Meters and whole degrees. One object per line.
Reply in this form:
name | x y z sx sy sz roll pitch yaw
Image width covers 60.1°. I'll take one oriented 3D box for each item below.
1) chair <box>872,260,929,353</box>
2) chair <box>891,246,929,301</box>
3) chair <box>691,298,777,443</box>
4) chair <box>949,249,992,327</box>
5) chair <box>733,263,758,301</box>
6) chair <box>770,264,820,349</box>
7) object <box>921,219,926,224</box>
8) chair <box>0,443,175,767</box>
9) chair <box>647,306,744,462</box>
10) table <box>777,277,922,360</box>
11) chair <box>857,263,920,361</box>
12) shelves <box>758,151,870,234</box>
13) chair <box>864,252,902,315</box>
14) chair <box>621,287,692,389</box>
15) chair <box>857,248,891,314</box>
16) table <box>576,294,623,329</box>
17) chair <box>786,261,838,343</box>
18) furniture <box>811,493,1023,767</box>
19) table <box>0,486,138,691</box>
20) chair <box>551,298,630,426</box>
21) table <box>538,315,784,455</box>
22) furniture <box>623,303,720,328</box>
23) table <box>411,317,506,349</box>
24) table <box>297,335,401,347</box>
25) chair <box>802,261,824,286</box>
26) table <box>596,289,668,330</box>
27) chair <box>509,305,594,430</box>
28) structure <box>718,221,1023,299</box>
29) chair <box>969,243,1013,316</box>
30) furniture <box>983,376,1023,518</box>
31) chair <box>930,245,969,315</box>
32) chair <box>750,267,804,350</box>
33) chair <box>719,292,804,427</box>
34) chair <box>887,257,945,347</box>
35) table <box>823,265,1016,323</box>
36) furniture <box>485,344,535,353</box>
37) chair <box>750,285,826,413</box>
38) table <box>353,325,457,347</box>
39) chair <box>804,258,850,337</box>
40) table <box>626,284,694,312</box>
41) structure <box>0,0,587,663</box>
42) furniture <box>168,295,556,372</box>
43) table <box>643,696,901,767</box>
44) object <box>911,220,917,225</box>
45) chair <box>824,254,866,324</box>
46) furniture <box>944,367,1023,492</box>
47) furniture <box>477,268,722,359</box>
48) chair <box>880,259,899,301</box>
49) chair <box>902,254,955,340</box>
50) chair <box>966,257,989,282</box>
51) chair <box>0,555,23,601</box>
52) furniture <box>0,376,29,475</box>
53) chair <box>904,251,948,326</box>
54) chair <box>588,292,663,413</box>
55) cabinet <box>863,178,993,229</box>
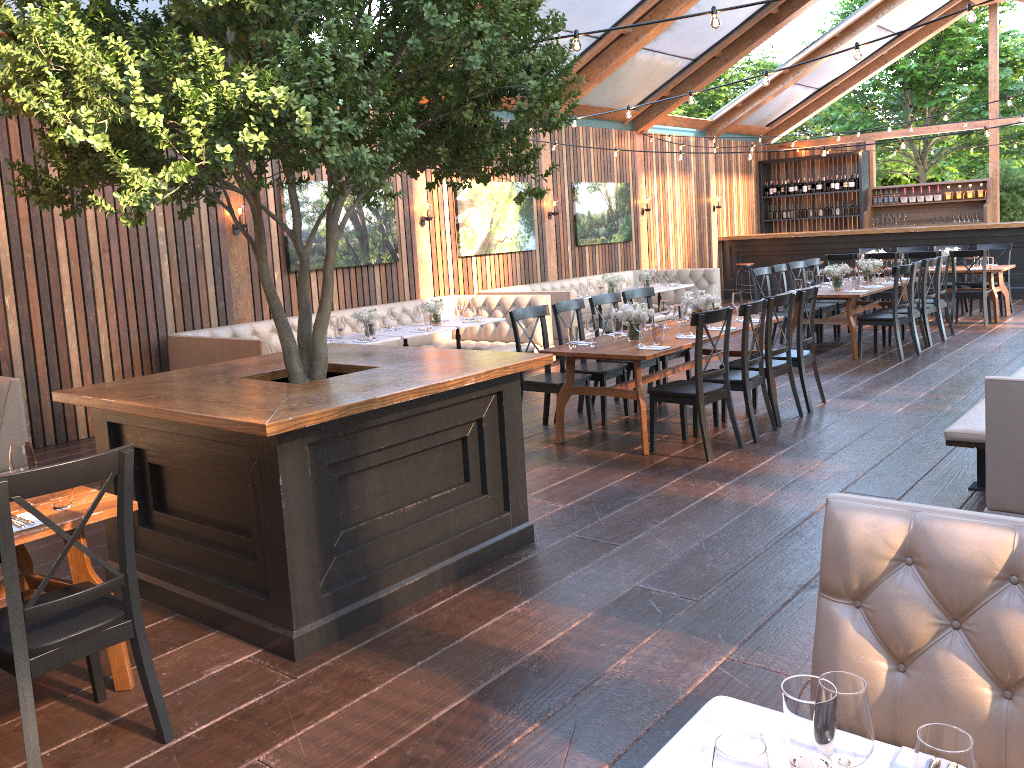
chair | 4.495 -0.908 10.264 0.540 1.013 0.481 2 8 36
chair | 6.158 -1.603 13.689 0.478 1.013 0.543 2 9 39
chair | 1.673 -0.123 6.734 0.540 1.013 0.481 1 8 34
chair | 6.230 -1.318 12.013 0.477 1.013 0.543 1 8 34
chair | 4.571 -1.990 17.324 0.470 0.730 0.469 -10 10 -43
chair | 3.526 -0.982 11.039 0.540 1.013 0.481 1 8 34
object | 8.181 -3.225 17.603 0.124 0.096 0.125 1 10 28
chair | -1.525 0.729 2.948 0.540 1.013 0.480 2 9 39
chair | 1.292 -0.030 6.328 0.540 1.013 0.480 3 10 44
table | 4.197 -0.848 10.870 0.952 0.724 2.448 3 12 39
chair | 4.159 -0.809 9.810 0.480 1.013 0.541 -10 9 -42
shelves | 6.457 -3.436 18.915 2.205 2.809 0.505 3 9 39
chair | 5.363 -1.387 12.723 0.477 1.013 0.543 1 8 34
chair | 1.372 -0.396 8.418 0.540 1.013 0.480 3 10 44
chair | 5.725 -1.638 14.044 0.477 1.013 0.543 1 8 34
table | 1.222 -0.869 12.218 0.799 0.667 0.804 3 11 38
chair | 3.879 -1.078 11.468 0.540 1.013 0.480 3 10 44
furniture | 0.297 1.130 0.445 1.712 0.852 4.187 4 12 39
table | -2.509 0.977 2.712 0.952 0.724 2.448 3 12 39
chair | 0.666 -0.204 7.559 0.540 1.013 0.481 1 8 34
table | 1.353 -0.074 7.410 0.952 0.724 2.448 3 12 39
furniture | 2.265 -0.833 12.432 0.313 0.396 2.345 3 11 39
table | -0.598 -0.373 10.003 0.800 0.667 0.804 3 11 39
table | -1.627 -0.093 8.751 0.799 0.667 0.804 3 11 38
chair | 5.629 -1.906 16.458 0.468 0.730 0.472 -1 8 23
table | 1.737 -1.009 12.843 0.800 0.667 0.804 3 11 39
chair | 0.313 -0.108 7.129 0.540 1.013 0.480 2 9 39
structure | 7.107 -2.208 16.107 6.812 1.265 0.862 4 11 39
chair | 7.025 -1.534 12.980 0.478 1.013 0.543 3 10 44
furniture | 4.112 0.092 5.085 1.712 0.852 4.187 4 12 39
chair | 6.592 -1.568 13.334 0.477 1.013 0.543 1 8 34
chair | 3.173 -0.886 10.609 0.540 1.013 0.480 2 9 39
chair | 2.008 -0.221 7.180 0.540 1.013 0.480 3 9 42
chair | 4.860 -1.000 10.667 0.540 1.013 0.480 3 10 45
table | 5.963 -1.335 13.057 2.434 0.724 0.957 4 11 39
furniture | -0.585 -0.057 8.966 0.313 0.396 2.345 3 11 39
chair | 2.361 -0.317 7.609 0.540 1.013 0.481 1 8 34
table | -1.113 -0.233 9.377 0.800 0.667 0.804 3 11 39
chair | 4.233 -1.174 11.898 0.540 1.013 0.480 2 9 39
table | 2.251 -1.149 13.469 0.800 0.667 0.804 3 11 39
structure | -1.084 -0.900 4.415 2.867 3.669 2.721 -10 10 -41
furniture | -1.458 -0.353 9.647 1.712 0.852 4.187 4 12 39
table | 0.510 1.060 1.319 0.799 0.667 0.804 3 11 38
object | 8.030 -3.225 17.654 0.124 0.096 0.124 -10 11 -39
chair | 4.930 -1.421 13.077 0.478 1.013 0.543 2 9 39
furniture | 3.293 0.252 5.794 0.313 0.396 2.345 3 11 39
furniture | 1.394 -1.129 13.116 1.712 0.852 4.187 4 12 39
chair | 6.688 -1.821 15.592 0.467 0.730 0.472 -2 7 15
chair | 5.208 -1.097 11.100 0.540 1.013 0.480 2 9 39
chair | 7.746 -1.737 14.726 0.469 0.730 0.470 -7 8 -26
chair | -2.455 0.651 3.731 0.539 1.013 0.481 -1 7 22
furniture | -5.266 0.683 5.014 1.712 0.852 4.187 4 12 39
chair | 5.797 -1.352 12.368 0.478 1.013 0.543 2 9 39
chair | 1.019 -0.300 7.989 0.540 1.013 0.480 2 9 39
cabinet | 8.213 -2.936 17.538 2.277 2.078 0.497 3 9 39
